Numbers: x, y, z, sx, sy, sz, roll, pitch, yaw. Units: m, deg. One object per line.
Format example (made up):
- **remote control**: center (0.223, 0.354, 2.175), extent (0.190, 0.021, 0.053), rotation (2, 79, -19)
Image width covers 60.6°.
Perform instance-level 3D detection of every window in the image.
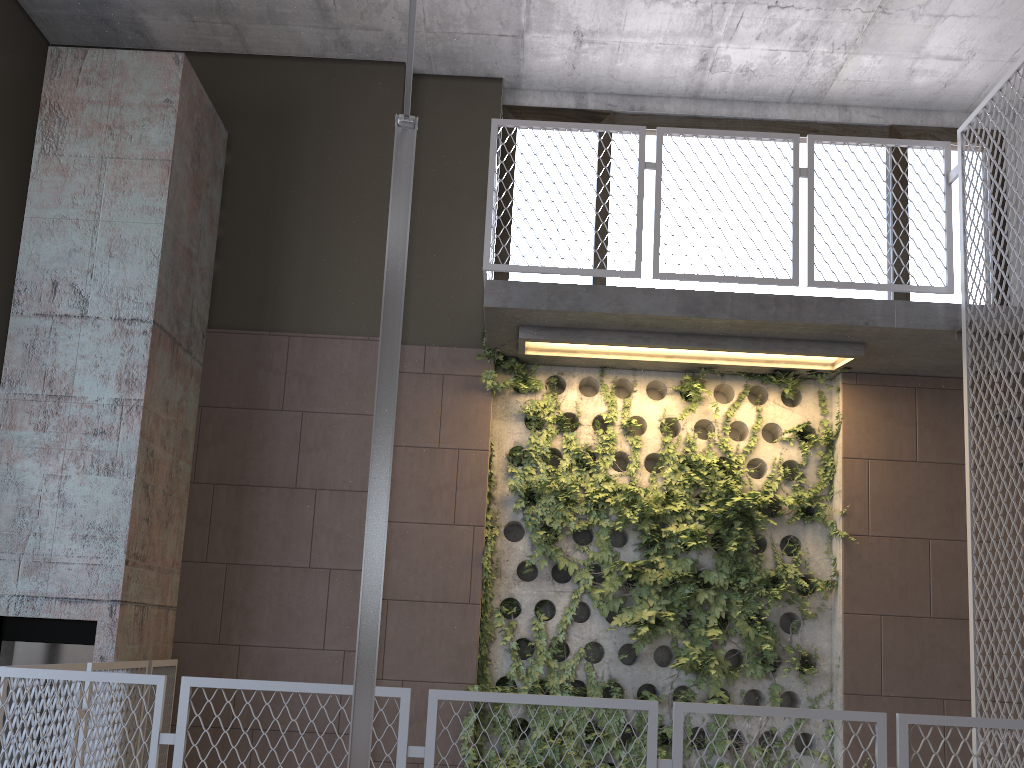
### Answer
- **window**: center (1.672, -1.033, 6.160), extent (3.565, 1.706, 0.112), rotation (3, -9, 0)

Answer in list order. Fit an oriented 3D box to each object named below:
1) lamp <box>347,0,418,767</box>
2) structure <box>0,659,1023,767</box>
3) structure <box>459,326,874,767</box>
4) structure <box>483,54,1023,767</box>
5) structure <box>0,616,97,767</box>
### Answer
- **lamp**: center (-0.162, -0.060, 1.587), extent (0.758, 3.331, 2.696), rotation (5, -12, -12)
- **structure**: center (0.123, 1.966, 4.347), extent (4.427, 0.909, 1.987), rotation (3, -15, 0)
- **structure**: center (0.988, 1.362, 5.514), extent (2.627, 3.721, 1.030), rotation (3, -9, 0)
- **structure**: center (1.612, 0.513, 4.489), extent (3.683, 4.201, 3.122), rotation (3, -11, 0)
- **structure**: center (-2.513, 1.723, 4.704), extent (0.576, 0.903, 0.058), rotation (3, -9, 0)
